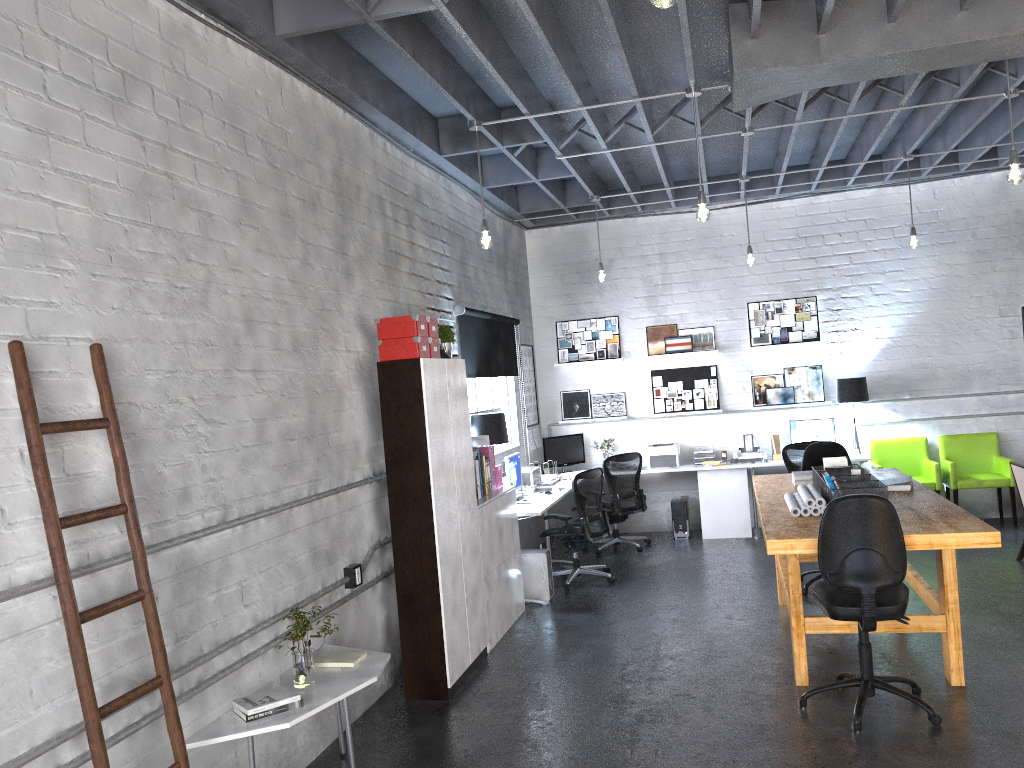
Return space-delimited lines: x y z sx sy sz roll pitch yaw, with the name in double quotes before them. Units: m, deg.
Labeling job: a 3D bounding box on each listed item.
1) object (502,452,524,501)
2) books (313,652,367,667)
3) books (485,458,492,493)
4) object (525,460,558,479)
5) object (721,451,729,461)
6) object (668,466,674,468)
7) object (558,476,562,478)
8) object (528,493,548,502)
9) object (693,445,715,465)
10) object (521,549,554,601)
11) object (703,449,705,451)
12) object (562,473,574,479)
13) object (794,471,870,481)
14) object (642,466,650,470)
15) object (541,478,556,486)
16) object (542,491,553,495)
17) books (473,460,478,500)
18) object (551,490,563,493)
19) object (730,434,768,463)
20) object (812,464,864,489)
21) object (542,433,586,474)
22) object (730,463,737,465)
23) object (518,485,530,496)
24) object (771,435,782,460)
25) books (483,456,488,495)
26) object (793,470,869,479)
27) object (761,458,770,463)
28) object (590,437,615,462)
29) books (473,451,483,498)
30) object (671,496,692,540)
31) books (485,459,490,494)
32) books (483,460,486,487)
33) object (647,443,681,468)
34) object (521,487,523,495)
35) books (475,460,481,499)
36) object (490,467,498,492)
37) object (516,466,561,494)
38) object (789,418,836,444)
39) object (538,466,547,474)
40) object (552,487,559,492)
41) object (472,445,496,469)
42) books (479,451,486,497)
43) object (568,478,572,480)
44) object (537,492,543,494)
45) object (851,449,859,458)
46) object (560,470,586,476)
"object" -0.033 0.862 8.168 0.212 0.417 0.465 -5 0 14
"books" -0.875 1.384 4.456 0.248 0.021 0.176 -5 0 13
"books" -0.279 0.719 6.909 0.220 0.271 0.082 -5 1 14
"object" 0.318 0.940 9.502 0.324 0.208 0.233 -5 0 14
"object" 2.386 0.809 9.960 0.093 0.116 0.067 -5 1 14
"object" 1.755 0.916 9.764 0.075 0.016 0.017 -5 0 39
"object" 0.516 1.020 9.765 0.048 0.012 0.111 -5 0 -6
"object" 0.237 1.035 8.071 0.181 0.028 0.422 -5 0 4
"object" 2.163 0.800 9.971 0.229 0.181 0.316 -5 0 14
"object" 0.097 1.642 7.601 0.478 0.411 0.200 -5 1 14
"object" 2.161 0.742 9.989 0.011 0.010 0.126 -5 0 23
"object" 0.605 0.994 9.607 0.130 0.049 0.130 -5 0 31
"object" 2.302 0.663 6.384 0.520 0.047 0.046 -5 0 12
"object" 1.468 0.937 9.874 0.103 0.021 0.131 -5 0 -6
"object" 0.237 1.017 9.175 0.392 0.064 0.259 -5 0 14
"object" 0.330 1.024 8.350 0.114 0.036 0.058 -5 0 4
"books" -0.346 0.711 6.539 0.170 0.293 0.057 -5 1 14
"object" 0.414 1.027 8.420 0.119 0.016 0.119 -5 0 31
"object" 2.617 0.712 9.851 0.405 0.280 0.399 -5 0 14
"object" 2.274 0.660 6.185 0.316 0.156 0.306 -5 0 14
"object" 0.593 0.806 10.213 0.559 0.427 0.147 -5 1 -39
"object" 2.386 0.868 9.594 0.141 0.007 0.008 -5 0 -42
"object" 0.113 1.014 8.442 0.082 0.090 0.090 -4 1 39
"object" 2.910 0.698 9.773 0.087 0.259 0.236 -5 1 14
"books" -0.276 0.703 6.792 0.159 0.298 0.026 -5 1 14
"object" 2.315 0.661 6.438 0.520 0.047 0.046 -5 0 14
"object" 2.728 0.818 9.544 0.095 0.050 0.095 -5 0 -18
"object" 1.077 0.798 10.276 0.297 0.363 0.271 -5 1 -31
"books" -0.320 0.682 6.663 0.176 0.346 0.052 -5 1 14
"object" 1.899 1.494 9.947 0.180 0.411 0.476 -5 0 14
"books" -0.294 0.722 6.850 0.219 0.267 0.060 -5 1 19
"books" -0.285 0.720 6.768 0.161 0.266 0.026 -5 1 14
"object" 1.727 0.808 10.083 0.351 0.235 0.350 -5 0 14
"object" 0.092 0.998 8.420 0.006 0.124 0.014 -5 1 -20
"books" -0.330 0.713 6.588 0.174 0.286 0.044 -5 1 14
"object" -0.244 0.763 7.034 0.214 0.177 0.161 -5 1 14
"object" 0.226 0.935 8.737 0.485 0.230 0.420 -5 0 14
"object" 3.286 0.588 9.677 0.465 0.417 0.212 -5 1 19
"object" 0.353 0.969 9.839 0.156 0.141 0.088 -5 1 29
"object" 0.419 1.002 8.422 0.078 0.049 0.062 -5 0 -16
"object" -0.259 0.587 7.031 0.214 0.177 0.161 -5 1 14
"books" -0.309 0.685 6.724 0.197 0.339 0.065 -5 1 14
"object" 0.605 1.009 9.408 0.058 0.020 0.071 -5 0 -22
"object" 0.280 1.038 8.444 0.076 0.016 0.017 -5 0 4
"object" 3.594 0.729 9.283 0.069 0.083 0.090 -5 0 13
"object" 0.754 0.993 9.913 0.421 0.028 0.181 -5 0 -26
